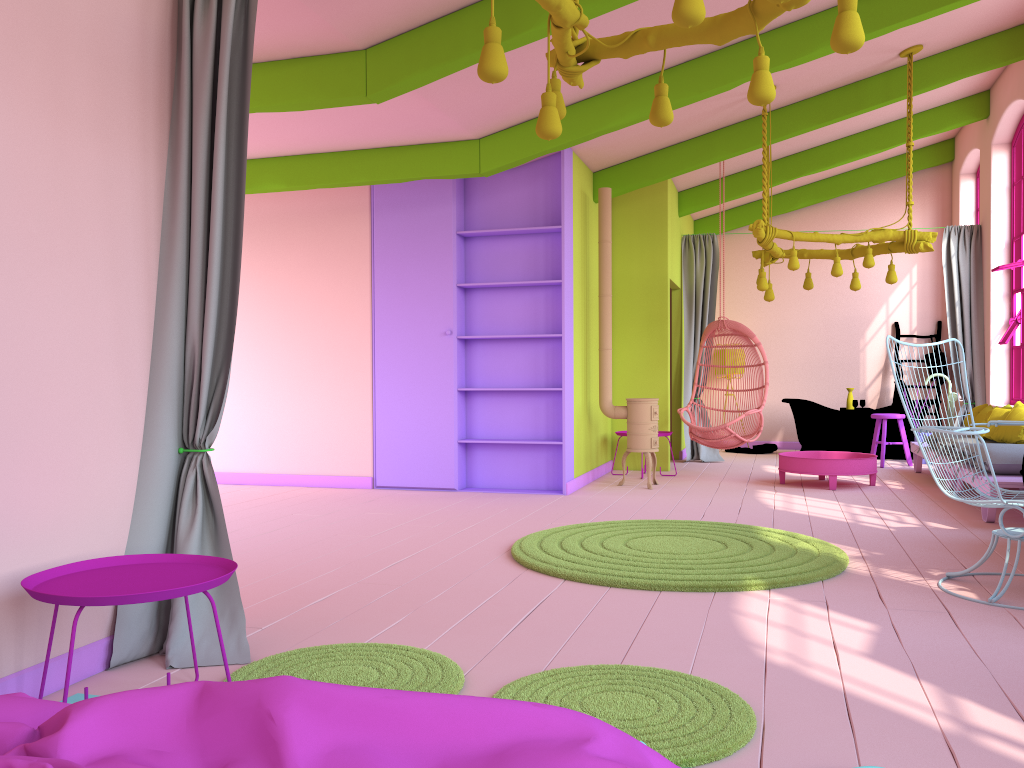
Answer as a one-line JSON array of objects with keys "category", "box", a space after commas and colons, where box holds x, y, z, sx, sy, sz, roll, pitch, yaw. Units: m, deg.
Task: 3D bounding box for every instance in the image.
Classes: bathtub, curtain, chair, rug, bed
[{"category": "bathtub", "box": [4.408, 0.555, 11.252, 1.889, 0.740, 0.826, 0, 1, 17]}, {"category": "curtain", "box": [2.275, -0.466, 10.784, 0.518, 2.786, 0.525, 0, 1, -2]}, {"category": "chair", "box": [4.284, 0.640, 10.136, 0.472, 0.593, 0.446, -1, 1, -14]}, {"category": "rug", "box": [-0.567, 1.003, 2.990, 0.792, 0.021, 0.792, 0, 1, 44]}, {"category": "chair", "box": [2.391, 0.375, 4.261, 1.078, 1.238, 0.925, -1, 1, -38]}, {"category": "rug", "box": [0.949, 0.967, 5.187, 1.889, 0.050, 1.888, 0, 0, 4]}, {"category": "rug", "box": [0.329, 1.000, 2.719, 0.792, 0.021, 0.792, 0, 0, -1]}, {"category": "chair", "box": [2.123, -0.900, 8.980, 0.860, 3.130, 0.806, 0, 1, 37]}, {"category": "curtain", "box": [-1.222, -0.379, 3.383, 0.518, 2.786, 0.525, 0, 1, -2]}, {"category": "bed", "box": [-0.577, 0.780, 0.888, 2.802, 0.514, 3.575, 0, 0, 17]}, {"category": "curtain", "box": [5.085, -0.419, 9.925, 0.518, 2.786, 0.525, 0, 1, 36]}]

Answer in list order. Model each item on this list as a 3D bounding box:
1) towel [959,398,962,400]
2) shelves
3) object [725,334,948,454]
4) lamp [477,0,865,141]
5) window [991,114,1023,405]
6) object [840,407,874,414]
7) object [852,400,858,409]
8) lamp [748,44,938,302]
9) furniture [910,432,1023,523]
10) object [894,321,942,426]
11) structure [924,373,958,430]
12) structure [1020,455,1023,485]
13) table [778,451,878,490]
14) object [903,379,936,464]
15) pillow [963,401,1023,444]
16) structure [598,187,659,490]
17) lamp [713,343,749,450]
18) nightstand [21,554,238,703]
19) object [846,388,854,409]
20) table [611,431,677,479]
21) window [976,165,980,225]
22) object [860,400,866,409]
[{"category": "towel", "box": [5.681, 0.153, 10.969, 0.262, 0.102, 0.247, 0, 1, 18]}, {"category": "shelves", "box": [-0.382, -0.562, 8.096, 1.841, 3.105, 0.384, 0, 1, 17]}, {"category": "object", "box": [3.245, 0.165, 8.480, 2.827, 1.580, 7.863, 0, 1, 18]}, {"category": "lamp", "box": [0.500, -2.059, 3.250, 1.610, 2.265, 1.775, 0, 1, -1]}, {"category": "window", "box": [5.162, -1.269, 8.835, 0.551, 3.010, 1.513, 0, 1, 17]}, {"category": "object", "box": [4.376, 0.344, 11.258, 0.360, 0.068, 1.323, 0, 0, 17]}, {"category": "object", "box": [4.288, 0.285, 11.079, 0.069, 0.170, 0.069, 0, 1, 36]}, {"category": "lamp", "box": [2.815, -1.914, 8.343, 1.610, 2.265, 1.775, 0, 1, -1]}, {"category": "furniture", "box": [4.133, 0.699, 7.737, 0.907, 0.507, 3.775, 0, 0, 17]}, {"category": "object", "box": [5.375, 0.044, 11.714, 0.603, 1.765, 0.410, 0, 1, 17]}, {"category": "structure", "box": [5.358, 0.399, 10.941, 0.254, 1.062, 0.451, -1, 1, -30]}, {"category": "structure", "box": [3.574, 0.553, 5.523, 0.718, 0.845, 0.718, -1, 1, -16]}, {"category": "table", "box": [2.980, 0.811, 8.388, 0.885, 0.285, 0.885, 0, 1, 43]}, {"category": "object", "box": [4.765, 0.434, 10.343, 0.277, 0.987, 0.451, -1, 1, -29]}, {"category": "pillow", "box": [4.316, 0.334, 7.760, 0.578, 0.399, 1.997, 0, 1, 17]}, {"category": "structure", "box": [1.146, -0.442, 8.409, 0.577, 2.815, 0.403, 0, 1, 34]}, {"category": "lamp", "box": [2.994, 0.173, 12.327, 0.476, 1.467, 0.491, -1, 1, -43]}, {"category": "nightstand", "box": [-1.134, 0.790, 2.668, 0.596, 0.458, 0.596, -1, 1, -36]}, {"category": "object", "box": [4.290, 0.211, 11.249, 0.097, 0.321, 0.097, 0, 1, 28]}, {"category": "table", "box": [1.373, 0.726, 9.241, 0.596, 0.458, 0.596, -1, 1, -36]}, {"category": "window", "box": [5.714, -1.296, 10.662, 0.072, 3.048, 1.274, 0, 1, 17]}, {"category": "object", "box": [4.430, 0.284, 11.206, 0.069, 0.170, 0.069, 0, 1, 36]}]
